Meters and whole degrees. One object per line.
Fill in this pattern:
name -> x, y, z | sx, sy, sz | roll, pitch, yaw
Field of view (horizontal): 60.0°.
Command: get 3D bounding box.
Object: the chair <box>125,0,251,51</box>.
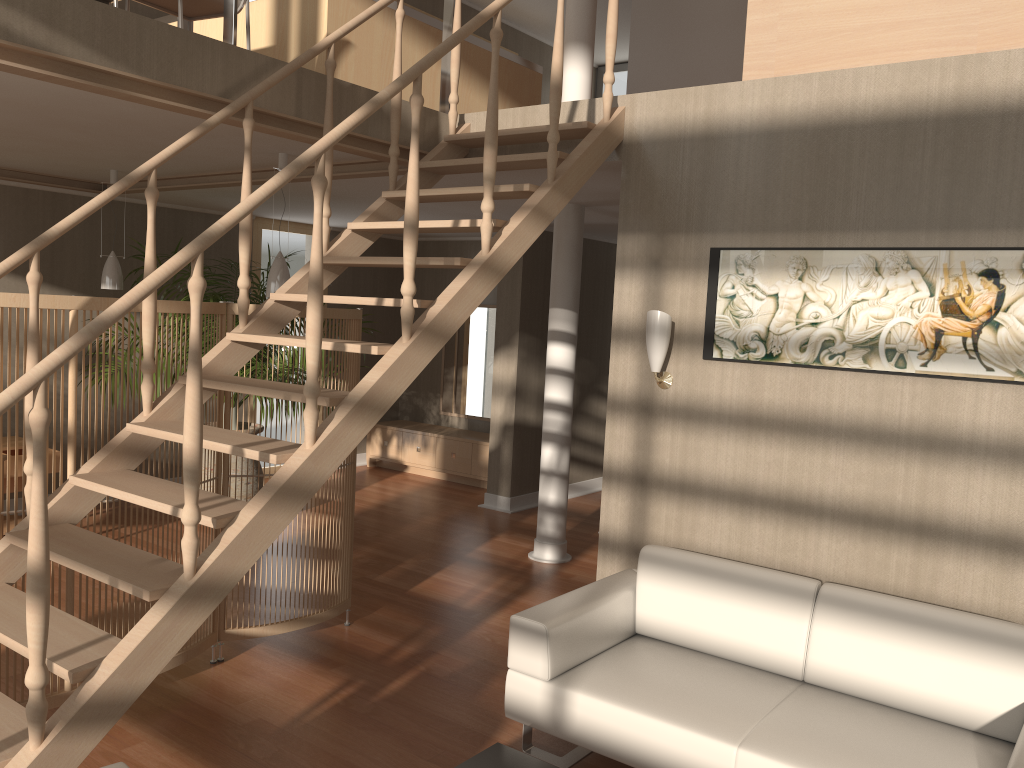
chair -> -1.642, -1.890, 4.497 | 0.496, 0.796, 0.430 | 6, 5, 31

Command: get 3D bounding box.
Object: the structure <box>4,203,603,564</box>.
structure -> 0.542, 0.030, 4.972 | 8.342, 2.533, 10.775 | 6, 6, 36

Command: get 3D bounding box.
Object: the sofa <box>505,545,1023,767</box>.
sofa -> 0.951, 1.105, 3.070 | 1.781, 0.740, 0.905 | 6, 6, 36

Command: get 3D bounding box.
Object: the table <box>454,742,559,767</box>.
table -> 0.242, 1.355, 2.187 | 1.260, 0.293, 0.700 | 6, 6, 36

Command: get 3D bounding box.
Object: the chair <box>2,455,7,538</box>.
chair -> -3.266, 0.662, 5.064 | 0.582, 0.856, 0.509 | 2, 5, -13

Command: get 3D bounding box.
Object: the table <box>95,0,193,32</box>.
table -> -2.649, -1.907, 4.417 | 0.900, 0.740, 1.800 | 6, 6, 36

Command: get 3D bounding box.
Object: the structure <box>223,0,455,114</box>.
structure -> -2.679, -1.989, 4.417 | 3.475, 0.900, 3.300 | 6, 6, 36

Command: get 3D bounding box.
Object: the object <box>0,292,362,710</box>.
object -> -1.468, 0.426, 3.663 | 0.233, 1.542, 2.229 | 7, 6, 41

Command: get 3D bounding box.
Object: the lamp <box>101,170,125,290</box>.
lamp -> -2.698, -1.041, 5.999 | 0.139, 0.800, 0.139 | 4, 5, 11

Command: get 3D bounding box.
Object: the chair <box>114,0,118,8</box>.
chair -> -2.129, -1.884, 4.095 | 0.496, 0.796, 0.430 | 7, 6, 41

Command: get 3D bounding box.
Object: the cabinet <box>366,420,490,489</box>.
cabinet -> -0.592, 0.705, 8.795 | 1.911, 0.458, 0.500 | 6, 6, 36

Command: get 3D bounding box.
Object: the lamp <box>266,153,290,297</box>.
lamp -> -1.292, -0.883, 4.958 | 0.139, 0.800, 0.139 | 2, 5, -18

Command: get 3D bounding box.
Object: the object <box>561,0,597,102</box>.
object -> 0.468, -2.687, 5.806 | 0.200, 2.400, 0.200 | 6, 6, 36

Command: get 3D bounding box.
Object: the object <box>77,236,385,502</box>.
object -> -2.107, 0.097, 6.562 | 2.109, 2.304, 2.157 | 5, 5, 25

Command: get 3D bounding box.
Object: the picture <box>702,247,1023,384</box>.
picture -> 1.469, -0.284, 3.440 | 1.531, 0.487, 0.018 | 6, 6, 36

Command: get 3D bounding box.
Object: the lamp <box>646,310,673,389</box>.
lamp -> 0.660, -0.151, 3.969 | 0.112, 0.353, 0.153 | 6, 6, 36

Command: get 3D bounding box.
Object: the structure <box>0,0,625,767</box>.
structure -> -0.859, -0.429, 3.219 | 1.000, 3.578, 3.150 | 6, 6, 36

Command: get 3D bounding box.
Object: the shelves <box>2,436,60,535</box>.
shelves -> -3.780, 0.721, 5.534 | 0.658, 0.590, 1.600 | 6, 6, 36

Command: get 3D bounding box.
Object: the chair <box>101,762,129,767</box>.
chair -> -0.950, 1.132, 1.475 | 0.905, 0.740, 0.900 | -1, 6, -43
